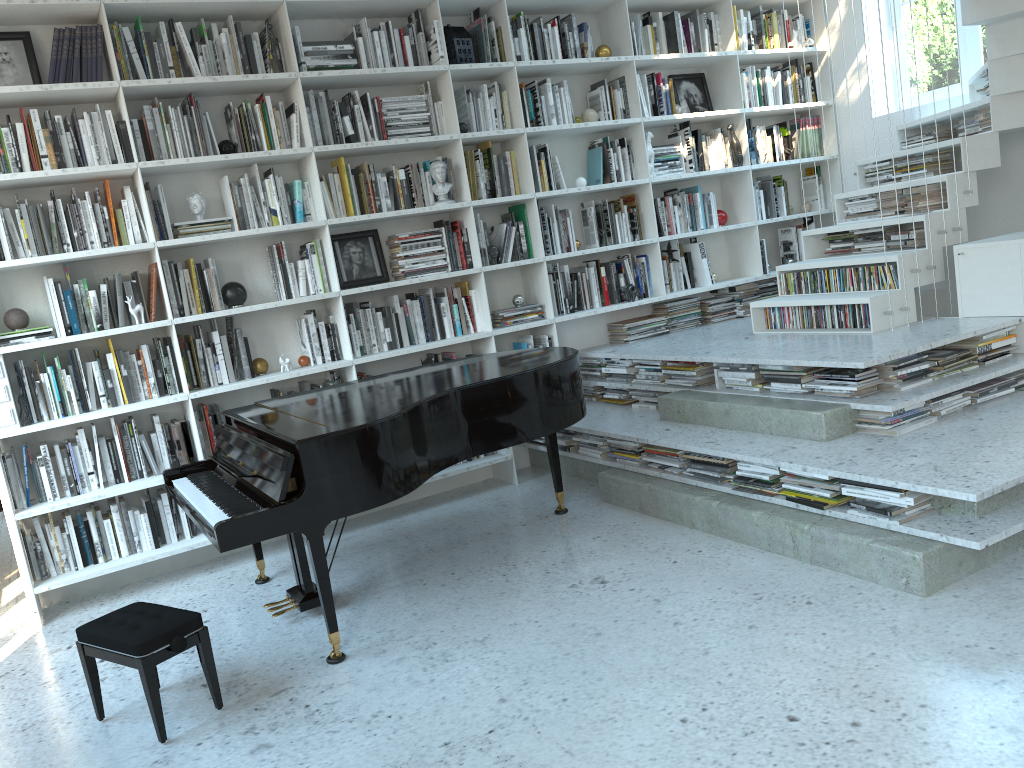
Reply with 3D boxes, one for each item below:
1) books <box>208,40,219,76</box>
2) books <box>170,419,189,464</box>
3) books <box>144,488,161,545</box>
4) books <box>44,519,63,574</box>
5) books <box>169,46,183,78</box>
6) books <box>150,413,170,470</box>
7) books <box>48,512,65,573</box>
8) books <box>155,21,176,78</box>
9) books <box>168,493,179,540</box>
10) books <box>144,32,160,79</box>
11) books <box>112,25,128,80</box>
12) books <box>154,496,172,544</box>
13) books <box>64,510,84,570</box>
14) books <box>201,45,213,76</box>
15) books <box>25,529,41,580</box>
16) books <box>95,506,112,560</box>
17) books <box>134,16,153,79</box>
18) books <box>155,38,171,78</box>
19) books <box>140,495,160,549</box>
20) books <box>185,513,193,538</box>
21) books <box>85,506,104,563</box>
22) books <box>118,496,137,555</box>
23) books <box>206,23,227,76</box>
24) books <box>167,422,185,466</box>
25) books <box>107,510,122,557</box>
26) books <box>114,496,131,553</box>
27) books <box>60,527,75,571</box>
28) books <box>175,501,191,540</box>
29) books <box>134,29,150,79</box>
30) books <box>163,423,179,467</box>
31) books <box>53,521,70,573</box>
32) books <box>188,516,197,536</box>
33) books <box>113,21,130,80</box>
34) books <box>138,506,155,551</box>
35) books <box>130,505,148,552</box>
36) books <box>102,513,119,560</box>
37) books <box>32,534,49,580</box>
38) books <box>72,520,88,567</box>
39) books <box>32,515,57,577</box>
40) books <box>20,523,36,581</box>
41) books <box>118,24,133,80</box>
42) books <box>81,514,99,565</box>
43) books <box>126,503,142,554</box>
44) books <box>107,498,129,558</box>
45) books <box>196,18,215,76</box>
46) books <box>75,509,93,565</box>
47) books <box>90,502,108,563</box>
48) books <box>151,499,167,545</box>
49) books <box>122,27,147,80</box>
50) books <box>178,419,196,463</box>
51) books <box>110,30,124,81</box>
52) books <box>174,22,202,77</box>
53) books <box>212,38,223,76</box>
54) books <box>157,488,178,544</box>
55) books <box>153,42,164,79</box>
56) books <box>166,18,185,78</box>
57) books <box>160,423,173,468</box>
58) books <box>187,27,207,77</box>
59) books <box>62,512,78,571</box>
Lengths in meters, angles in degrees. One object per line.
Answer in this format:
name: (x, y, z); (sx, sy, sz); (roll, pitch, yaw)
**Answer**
books: (-1.513, -1.601, 4.460); (0.024, 0.213, 0.128); (-14, 10, -27)
books: (-1.680, 0.299, 4.486); (0.026, 0.236, 0.140); (-14, 10, -27)
books: (-1.806, 0.647, 4.444); (0.013, 0.310, 0.130); (-14, 10, -27)
books: (-2.190, 0.772, 4.235); (0.024, 0.247, 0.143); (-14, 10, -27)
books: (-1.662, -1.546, 4.364); (0.034, 0.181, 0.160); (-14, 10, -27)
books: (-1.760, 0.292, 4.440); (0.025, 0.288, 0.130); (-14, 10, -27)
books: (-2.179, 0.734, 4.235); (0.011, 0.319, 0.157); (-14, 10, -27)
books: (-1.690, -1.595, 4.333); (0.022, 0.294, 0.155); (-14, 10, -27)
books: (-1.719, 0.648, 4.499); (0.040, 0.264, 0.137); (-14, 10, -27)
books: (-1.752, -1.553, 4.296); (0.031, 0.242, 0.181); (-14, 10, -27)
books: (-1.876, -1.546, 4.240); (0.013, 0.284, 0.158); (-14, 10, -27)
books: (-1.757, 0.680, 4.458); (0.022, 0.225, 0.141); (-14, 10, -27)
books: (-2.106, 0.745, 4.262); (0.023, 0.266, 0.177); (-14, 10, -27)
books: (-1.531, -1.576, 4.423); (0.028, 0.180, 0.168); (-14, 10, -27)
books: (-2.267, 0.806, 4.200); (0.023, 0.216, 0.158); (-14, 10, -27)
books: (-2.003, 0.727, 4.340); (0.022, 0.247, 0.134); (-14, 10, -27)
books: (-1.775, -1.584, 4.279); (0.012, 0.315, 0.171); (-14, 10, -27)
books: (-1.707, -1.553, 4.328); (0.029, 0.219, 0.157); (-14, 10, -27)
books: (-1.801, 0.684, 4.414); (0.023, 0.244, 0.188); (-14, 10, -27)
books: (-1.666, 0.621, 4.489); (0.012, 0.304, 0.165); (-14, 10, -27)
books: (-2.033, 0.730, 4.317); (0.027, 0.257, 0.160); (-14, 10, -27)
books: (-1.898, 0.695, 4.372); (0.025, 0.267, 0.159); (-14, 10, -27)
books: (-1.482, -1.644, 4.458); (0.026, 0.287, 0.137); (-14, 10, -27)
books: (-1.683, 0.310, 4.444); (0.023, 0.228, 0.190); (-14, 10, -27)
books: (-1.961, 0.734, 4.370); (0.014, 0.211, 0.145); (-14, 10, -27)
books: (-1.926, 0.679, 4.376); (0.014, 0.305, 0.139); (-14, 10, -27)
books: (-2.136, 0.791, 4.263); (0.021, 0.186, 0.145); (-14, 10, -27)
books: (-1.681, 0.628, 4.485); (0.021, 0.296, 0.187); (-14, 10, -27)
books: (-1.785, -1.556, 4.286); (0.011, 0.260, 0.157); (-14, 10, -27)
books: (-1.726, 0.314, 4.469); (0.030, 0.227, 0.140); (-14, 10, -27)
books: (-2.155, 0.776, 4.244); (0.022, 0.227, 0.154); (-14, 10, -27)
books: (-1.640, 0.635, 4.531); (0.065, 0.256, 0.155); (-14, 10, -27)
books: (-1.877, -1.562, 4.262); (0.014, 0.309, 0.130); (-14, 10, -27)
books: (-1.820, 0.717, 4.406); (0.031, 0.188, 0.190); (-14, 10, -27)
books: (-1.851, 0.714, 4.397); (0.028, 0.206, 0.171); (-14, 10, -27)
books: (-1.965, 0.744, 4.334); (0.030, 0.202, 0.168); (-14, 10, -27)
books: (-2.230, 0.814, 4.191); (0.029, 0.191, 0.176); (-14, 10, -27)
books: (-2.089, 0.769, 4.290); (0.022, 0.206, 0.158); (-14, 10, -27)
books: (-2.220, 0.757, 4.209); (0.044, 0.294, 0.181); (-14, 10, -27)
books: (-2.285, 0.791, 4.189); (0.012, 0.254, 0.160); (-14, 10, -27)
books: (-1.854, -1.553, 4.249); (0.010, 0.288, 0.148); (-14, 10, -27)
books: (-2.049, 0.753, 4.304); (0.022, 0.221, 0.163); (-14, 10, -27)
books: (-1.874, 0.713, 4.386); (0.021, 0.218, 0.190); (-14, 10, -27)
books: (-1.934, 0.703, 4.353); (0.031, 0.266, 0.186); (-14, 10, -27)
books: (-1.524, -1.642, 4.422); (0.012, 0.308, 0.145); (-14, 10, -27)
books: (-2.076, 0.741, 4.300); (0.022, 0.253, 0.139); (-14, 10, -27)
books: (-2.013, 0.705, 4.310); (0.013, 0.301, 0.183); (-14, 10, -27)
books: (-1.782, 0.690, 4.459); (0.024, 0.214, 0.137); (-14, 10, -27)
books: (-1.823, -1.555, 4.274); (0.067, 0.275, 0.167); (-14, 10, -27)
books: (-1.651, 0.296, 4.491); (0.030, 0.231, 0.151); (-14, 10, -27)
books: (-1.883, -1.528, 4.221); (0.023, 0.256, 0.174); (-14, 10, -27)
books: (-1.603, -1.611, 4.371); (0.075, 0.286, 0.178); (-14, 10, -27)
books: (-1.485, -1.601, 4.445); (0.010, 0.209, 0.173); (-14, 10, -27)
books: (-1.737, 0.660, 4.464); (0.027, 0.256, 0.179); (-14, 10, -27)
books: (-1.732, -1.540, 4.323); (0.024, 0.202, 0.153); (-14, 10, -27)
books: (-1.656, -1.617, 4.371); (0.013, 0.316, 0.135); (-14, 10, -27)
books: (-1.728, 0.314, 4.428); (0.011, 0.240, 0.174); (-14, 10, -27)
books: (-1.565, -1.612, 4.410); (0.027, 0.265, 0.168); (-14, 10, -27)
books: (-2.118, 0.751, 4.249); (0.013, 0.262, 0.174); (-14, 10, -27)
